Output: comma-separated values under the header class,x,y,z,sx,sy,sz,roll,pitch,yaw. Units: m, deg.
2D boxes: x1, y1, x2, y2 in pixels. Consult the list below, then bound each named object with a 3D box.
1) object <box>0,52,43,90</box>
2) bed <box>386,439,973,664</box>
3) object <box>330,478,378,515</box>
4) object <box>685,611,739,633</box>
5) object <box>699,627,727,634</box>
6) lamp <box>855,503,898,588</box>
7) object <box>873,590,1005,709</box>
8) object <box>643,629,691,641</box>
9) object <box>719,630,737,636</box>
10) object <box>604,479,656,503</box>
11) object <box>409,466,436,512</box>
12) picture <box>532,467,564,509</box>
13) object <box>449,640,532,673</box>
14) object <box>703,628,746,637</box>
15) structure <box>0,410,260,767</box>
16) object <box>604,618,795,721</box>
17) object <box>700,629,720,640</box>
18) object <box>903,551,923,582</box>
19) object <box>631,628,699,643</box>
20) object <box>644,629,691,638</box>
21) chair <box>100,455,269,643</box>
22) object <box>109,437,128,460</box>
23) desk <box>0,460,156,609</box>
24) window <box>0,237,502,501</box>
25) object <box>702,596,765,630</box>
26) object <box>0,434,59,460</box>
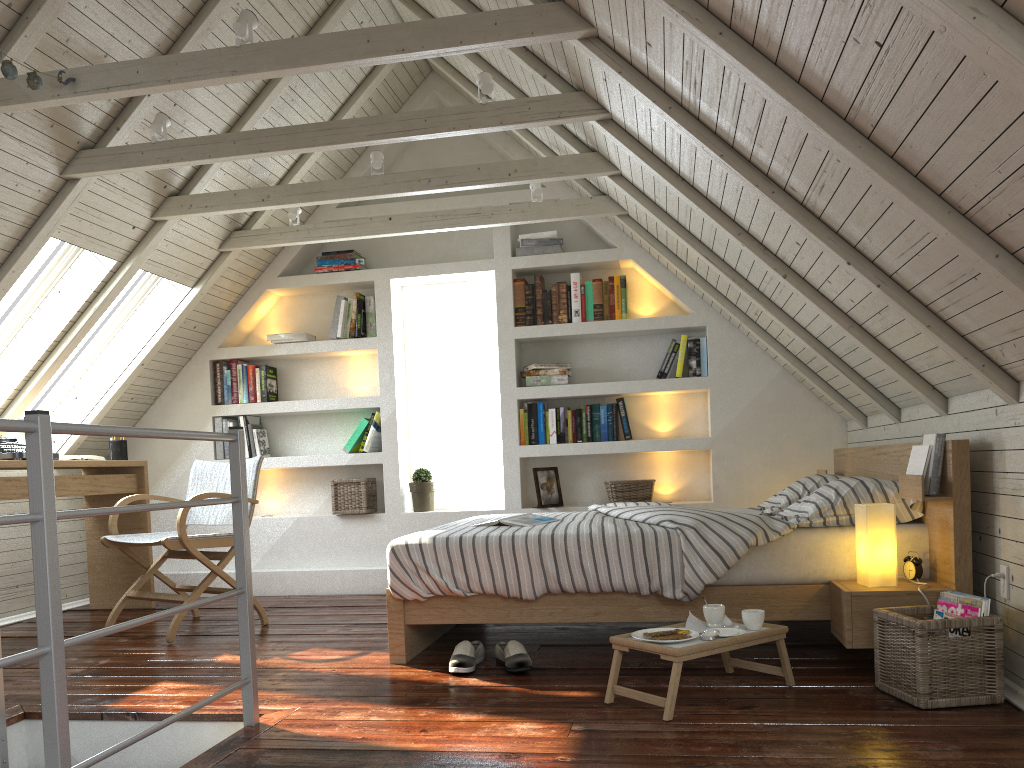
class,x,y,z,sx,sy,sz,roll,pitch,yaw
object,-1.393,-0.883,2.408,0.059,0.067,0.284,-3,-5,9
bed,0.584,0.649,3.636,1.880,0.705,1.875,-3,-5,10
object,-0.915,0.650,5.110,0.205,0.201,0.205,-3,-2,10
object,0.586,0.706,2.630,0.154,0.046,0.159,-2,-5,0
object,0.581,0.722,2.568,0.152,0.002,0.016,2,-7,-41
lamp,1.120,0.495,2.706,0.090,0.253,0.090,-2,1,1
object,1.172,0.724,2.430,0.237,0.277,0.237,-2,-1,-6
object,0.435,0.702,2.466,0.110,0.029,0.119,0,-6,-25
object,0.609,0.712,2.516,0.060,0.005,0.060,0,-6,-25
object,0.650,0.595,4.839,0.283,0.134,0.178,-3,-3,1
object,-0.514,0.600,5.067,0.159,0.271,0.159,-2,0,3
picture,0.176,0.572,4.862,0.173,0.224,0.127,-2,0,-40
object,-0.065,0.924,3.014,0.285,0.091,0.275,-3,-5,8
object,0.605,0.711,2.508,0.119,0.010,0.120,-1,-6,-12
structure,-1.273,0.570,1.713,0.837,0.995,1.641,-3,-3,10
object,0.545,0.805,2.541,0.529,0.182,0.270,1,-4,-35
object,0.555,0.699,2.462,0.055,0.028,0.056,1,-5,-39
object,1.260,0.572,2.755,0.037,0.098,0.071,-3,-1,-12
object,0.432,0.712,2.478,0.190,0.016,0.190,-4,-6,21
object,0.453,0.715,2.523,0.140,0.015,0.077,-6,-6,31
chair,-1.501,0.737,4.058,0.552,0.793,0.558,-3,-1,35
object,-2.104,0.324,4.697,0.088,0.186,0.088,-3,1,-26
desk,-2.265,0.772,4.172,0.378,0.805,1.325,-2,-3,10
window,-1.462,-0.027,4.405,3.091,1.376,1.405,-2,-2,-12
object,0.661,0.677,2.615,0.185,0.099,0.081,-5,-2,33
object,-2.310,0.234,4.001,0.354,0.238,0.389,-3,-3,5
